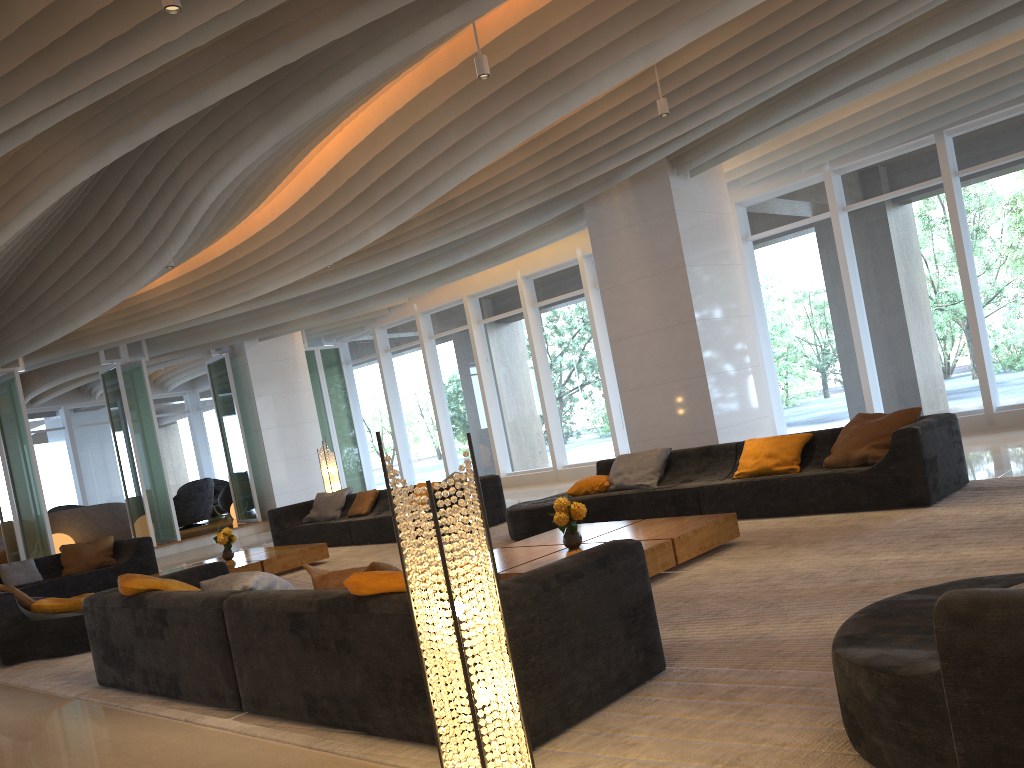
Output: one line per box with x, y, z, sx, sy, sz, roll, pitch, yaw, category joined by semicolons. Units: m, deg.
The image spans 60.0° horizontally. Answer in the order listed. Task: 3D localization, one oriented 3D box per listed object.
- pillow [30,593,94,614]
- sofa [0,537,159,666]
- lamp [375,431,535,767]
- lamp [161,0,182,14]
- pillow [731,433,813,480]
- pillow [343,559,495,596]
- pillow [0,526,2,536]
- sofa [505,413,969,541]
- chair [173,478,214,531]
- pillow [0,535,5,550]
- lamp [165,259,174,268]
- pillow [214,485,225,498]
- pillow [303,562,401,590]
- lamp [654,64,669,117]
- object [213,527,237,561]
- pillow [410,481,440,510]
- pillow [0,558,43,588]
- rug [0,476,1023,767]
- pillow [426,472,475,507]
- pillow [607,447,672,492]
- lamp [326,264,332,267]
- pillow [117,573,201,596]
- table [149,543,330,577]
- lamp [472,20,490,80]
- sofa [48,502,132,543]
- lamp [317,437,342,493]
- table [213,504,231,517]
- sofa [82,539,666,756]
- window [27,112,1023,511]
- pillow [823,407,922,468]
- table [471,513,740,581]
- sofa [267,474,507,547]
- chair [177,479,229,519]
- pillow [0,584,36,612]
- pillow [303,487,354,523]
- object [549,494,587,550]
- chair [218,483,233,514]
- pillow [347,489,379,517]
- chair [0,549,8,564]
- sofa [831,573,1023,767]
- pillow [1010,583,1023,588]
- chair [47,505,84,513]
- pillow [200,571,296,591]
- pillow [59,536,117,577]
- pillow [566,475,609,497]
-3.699;1.812;7.338;0.412;0.136;0.414;-10;-2;-13;pillow
-4.393;2.060;9.199;5.028;0.653;2.858;-13;-3;44;sofa
-0.133;0.695;2.421;0.247;1.199;0.253;-10;2;44;lamp
-1.845;-2.615;4.433;0.088;1.507;0.090;-10;2;35;lamp
2.192;0.647;7.517;0.630;0.394;0.455;-12;-1;43;pillow
-0.262;0.875;3.615;0.633;0.378;0.551;-11;-1;21;pillow
-9.361;2.810;16.490;0.601;0.423;0.375;-11;0;22;pillow
1.631;0.881;7.774;4.095;0.583;1.367;-13;-3;42;sofa
-7.048;2.622;19.233;1.129;1.006;1.527;-11;-1;16;chair
-9.151;2.801;16.129;0.469;0.409;0.498;-10;-1;-44;pillow
-3.871;-2.009;9.645;0.089;1.507;0.089;-11;1;-1;lamp
-7.294;2.706;22.379;0.507;0.409;0.460;-11;-1;-19;pillow
-0.658;0.992;4.107;0.449;0.410;0.594;-10;-1;-45;pillow
1.174;-3.060;7.642;0.088;1.507;0.090;-10;2;35;lamp
-3.188;1.776;9.891;0.237;0.377;0.264;-11;0;-14;object
-1.097;1.364;10.800;0.325;0.312;0.403;-10;-1;-44;pillow
-5.938;2.288;10.696;0.412;0.312;0.318;-10;-1;-44;pillow
0.277;1.385;6.409;16.030;0.022;5.577;-13;-3;43;rug
-0.732;1.251;10.462;0.552;0.378;0.633;-10;-1;-24;pillow
1.195;0.860;8.481;0.657;0.417;0.467;-12;-1;44;pillow
-2.449;-2.219;11.153;0.089;1.507;0.089;-11;1;-1;lamp
-2.068;1.295;5.372;0.552;0.378;0.633;-10;-1;-24;pillow
-3.125;2.060;9.695;1.582;0.220;1.619;-13;-3;43;table
-0.333;-2.838;6.046;0.088;1.507;0.089;-11;1;17;lamp
-8.335;2.841;17.280;2.558;0.902;1.111;-11;-1;3;sofa
-2.700;1.514;13.338;0.247;1.452;0.253;-10;2;44;lamp
-6.707;3.001;21.484;1.092;0.318;0.809;-9;-3;-40;table
-1.036;1.260;4.597;3.733;0.582;0.952;-13;-2;43;sofa
1.433;-0.526;10.848;54.255;3.222;22.233;-11;-2;9;window
2.830;0.423;6.995;0.552;0.378;0.633;-10;-1;-24;pillow
0.481;1.222;6.185;1.582;0.220;1.619;-13;-3;43;table
-1.692;1.663;11.245;3.733;0.582;0.952;-13;-2;43;sofa
-7.544;2.839;22.140;1.534;1.006;1.124;-10;-1;-34;chair
-4.101;1.785;7.375;0.332;0.311;0.419;-10;-1;-45;pillow
-2.538;1.671;12.219;0.633;0.378;0.551;-11;-1;21;pillow
0.388;0.928;5.998;0.238;0.377;0.263;-11;0;-24;object
-6.123;2.508;20.741;1.535;1.006;1.123;-10;-1;-44;chair
-1.955;1.563;11.634;0.403;0.312;0.325;-12;-1;41;pillow
-9.453;2.960;16.269;1.502;1.006;1.148;-12;-1;31;chair
1.811;0.612;2.081;2.226;0.577;1.370;-13;-3;44;sofa
1.452;0.561;2.187;0.473;0.247;0.427;-11;-1;-11;pillow
-9.205;3.030;19.080;1.125;1.006;1.532;-11;-1;26;chair
-1.378;1.199;4.815;0.425;0.377;0.579;-10;-1;-44;pillow
-5.398;2.181;11.297;0.644;0.378;0.542;-10;-1;-25;pillow
0.767;1.010;8.758;0.447;0.193;0.588;-11;-2;9;pillow
